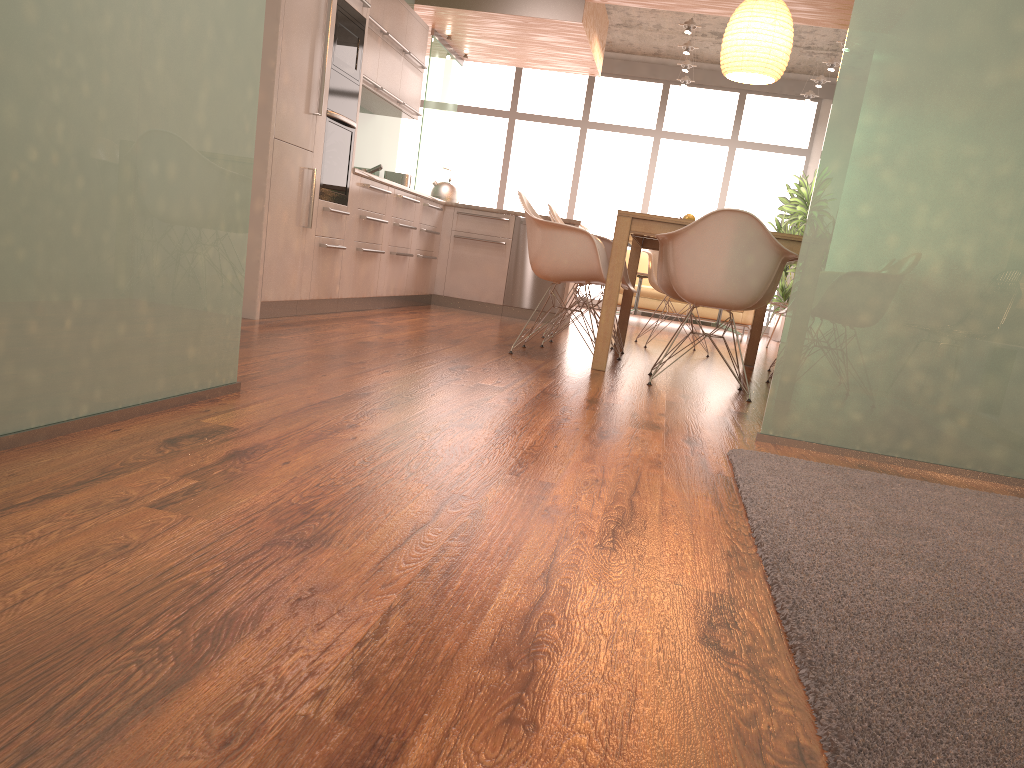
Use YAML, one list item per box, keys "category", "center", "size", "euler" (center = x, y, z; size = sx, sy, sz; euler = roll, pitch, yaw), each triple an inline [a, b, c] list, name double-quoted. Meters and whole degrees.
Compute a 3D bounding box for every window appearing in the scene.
- category: "window"
  center: [-0.106, -2.995, 12.524]
  size: [8.547, 3.350, 0.061]
  euler: [10, 13, 8]

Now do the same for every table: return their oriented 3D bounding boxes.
- category: "table"
  center: [1.151, -0.504, 5.453]
  size: [1.024, 0.826, 2.038]
  euler: [10, 9, 9]
- category: "table"
  center: [1.871, -0.883, 9.855]
  size: [1.868, 0.571, 0.924]
  euler: [10, 9, 8]

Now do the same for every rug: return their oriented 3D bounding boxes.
- category: "rug"
  center: [1.139, 0.436, 1.726]
  size: [1.277, 0.009, 2.037]
  euler: [10, 8, 9]

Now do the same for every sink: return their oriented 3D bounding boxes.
- category: "sink"
  center: [-1.024, -1.626, 7.376]
  size: [0.615, 0.390, 0.632]
  euler: [10, 9, 9]

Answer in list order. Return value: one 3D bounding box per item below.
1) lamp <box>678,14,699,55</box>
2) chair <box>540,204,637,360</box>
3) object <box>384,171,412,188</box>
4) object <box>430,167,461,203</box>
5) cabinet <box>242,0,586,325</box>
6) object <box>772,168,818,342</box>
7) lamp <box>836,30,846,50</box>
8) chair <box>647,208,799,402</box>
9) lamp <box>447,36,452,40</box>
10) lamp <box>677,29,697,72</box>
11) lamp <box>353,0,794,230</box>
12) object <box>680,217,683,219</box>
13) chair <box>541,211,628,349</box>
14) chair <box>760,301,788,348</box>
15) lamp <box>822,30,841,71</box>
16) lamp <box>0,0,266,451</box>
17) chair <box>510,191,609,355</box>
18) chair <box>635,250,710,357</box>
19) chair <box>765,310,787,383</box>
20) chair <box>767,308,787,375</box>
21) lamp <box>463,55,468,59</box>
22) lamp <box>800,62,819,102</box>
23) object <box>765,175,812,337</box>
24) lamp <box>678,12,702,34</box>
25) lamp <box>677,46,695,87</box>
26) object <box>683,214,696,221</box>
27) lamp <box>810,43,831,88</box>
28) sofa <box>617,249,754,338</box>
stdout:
- category: "lamp"
  center: [1.935, -3.817, 9.523]
  size: [0.199, 0.493, 0.131]
  euler: [3, 14, -23]
- category: "chair"
  center: [0.478, -0.648, 5.571]
  size: [0.642, 0.879, 0.671]
  euler: [9, 11, 3]
- category: "object"
  center: [-1.042, -1.820, 8.064]
  size: [0.236, 0.206, 0.150]
  euler: [10, 11, 8]
- category: "object"
  center: [-0.599, -1.792, 7.981]
  size: [0.260, 0.311, 0.259]
  euler: [14, 12, 24]
- category: "cabinet"
  center: [-0.555, -1.642, 6.288]
  size: [1.911, 2.321, 4.173]
  euler: [10, 9, 9]
- category: "object"
  center: [3.682, -1.532, 10.753]
  size: [0.961, 2.149, 1.064]
  euler: [13, 13, 21]
- category: "lamp"
  center: [3.285, -3.471, 8.515]
  size: [0.199, 0.493, 0.131]
  euler: [3, 14, -23]
- category: "chair"
  center: [0.997, -0.402, 4.383]
  size: [0.683, 0.879, 0.631]
  euler: [9, 11, 3]
- category: "lamp"
  center: [-0.614, -3.788, 9.077]
  size: [0.103, 0.480, 0.150]
  euler: [4, 13, -18]
- category: "lamp"
  center: [2.076, -3.907, 10.312]
  size: [0.199, 0.493, 0.131]
  euler: [3, 14, -23]
- category: "lamp"
  center: [0.240, -1.987, 6.679]
  size: [3.211, 1.375, 3.016]
  euler: [10, 9, 9]
- category: "object"
  center: [1.060, -0.928, 5.147]
  size: [0.174, 0.062, 0.171]
  euler: [10, 9, 9]
- category: "chair"
  center: [0.511, -0.741, 6.266]
  size: [0.642, 0.879, 0.671]
  euler: [9, 11, 3]
- category: "chair"
  center: [2.831, -0.769, 8.827]
  size: [0.556, 0.919, 0.537]
  euler: [15, 13, 28]
- category: "lamp"
  center: [3.426, -3.560, 9.304]
  size: [0.199, 0.493, 0.131]
  euler: [3, 14, -23]
- category: "lamp"
  center: [0.943, -1.760, 4.598]
  size: [0.442, 3.467, 8.125]
  euler: [15, 11, 27]
- category: "chair"
  center: [0.287, -0.591, 4.914]
  size: [0.642, 0.866, 0.671]
  euler: [9, 11, 3]
- category: "chair"
  center: [1.316, -0.705, 6.885]
  size: [0.684, 0.879, 0.630]
  euler: [7, 11, -6]
- category: "chair"
  center: [1.886, -0.357, 5.024]
  size: [0.643, 0.879, 0.671]
  euler: [8, 11, -2]
- category: "chair"
  center: [2.101, -0.442, 5.859]
  size: [0.642, 0.879, 0.672]
  euler: [10, 11, 8]
- category: "lamp"
  center: [-0.482, -3.871, 9.810]
  size: [0.103, 0.480, 0.150]
  euler: [4, 13, -18]
- category: "lamp"
  center: [3.709, -3.739, 10.883]
  size: [0.199, 0.493, 0.131]
  euler: [3, 14, -23]
- category: "object"
  center: [3.784, -1.608, 11.406]
  size: [1.073, 2.149, 0.954]
  euler: [15, 14, 26]
- category: "lamp"
  center: [1.794, -3.728, 8.733]
  size: [0.199, 0.493, 0.131]
  euler: [3, 14, -23]
- category: "lamp"
  center: [2.217, -3.996, 11.102]
  size: [0.199, 0.493, 0.131]
  euler: [3, 14, -23]
- category: "object"
  center: [1.032, -0.954, 5.140]
  size: [0.082, 0.073, 0.078]
  euler: [6, 11, -15]
- category: "lamp"
  center: [3.568, -3.650, 10.093]
  size: [0.199, 0.493, 0.131]
  euler: [3, 14, -23]
- category: "sofa"
  center: [2.123, -1.157, 11.055]
  size: [1.799, 0.855, 0.863]
  euler: [10, 11, 8]
